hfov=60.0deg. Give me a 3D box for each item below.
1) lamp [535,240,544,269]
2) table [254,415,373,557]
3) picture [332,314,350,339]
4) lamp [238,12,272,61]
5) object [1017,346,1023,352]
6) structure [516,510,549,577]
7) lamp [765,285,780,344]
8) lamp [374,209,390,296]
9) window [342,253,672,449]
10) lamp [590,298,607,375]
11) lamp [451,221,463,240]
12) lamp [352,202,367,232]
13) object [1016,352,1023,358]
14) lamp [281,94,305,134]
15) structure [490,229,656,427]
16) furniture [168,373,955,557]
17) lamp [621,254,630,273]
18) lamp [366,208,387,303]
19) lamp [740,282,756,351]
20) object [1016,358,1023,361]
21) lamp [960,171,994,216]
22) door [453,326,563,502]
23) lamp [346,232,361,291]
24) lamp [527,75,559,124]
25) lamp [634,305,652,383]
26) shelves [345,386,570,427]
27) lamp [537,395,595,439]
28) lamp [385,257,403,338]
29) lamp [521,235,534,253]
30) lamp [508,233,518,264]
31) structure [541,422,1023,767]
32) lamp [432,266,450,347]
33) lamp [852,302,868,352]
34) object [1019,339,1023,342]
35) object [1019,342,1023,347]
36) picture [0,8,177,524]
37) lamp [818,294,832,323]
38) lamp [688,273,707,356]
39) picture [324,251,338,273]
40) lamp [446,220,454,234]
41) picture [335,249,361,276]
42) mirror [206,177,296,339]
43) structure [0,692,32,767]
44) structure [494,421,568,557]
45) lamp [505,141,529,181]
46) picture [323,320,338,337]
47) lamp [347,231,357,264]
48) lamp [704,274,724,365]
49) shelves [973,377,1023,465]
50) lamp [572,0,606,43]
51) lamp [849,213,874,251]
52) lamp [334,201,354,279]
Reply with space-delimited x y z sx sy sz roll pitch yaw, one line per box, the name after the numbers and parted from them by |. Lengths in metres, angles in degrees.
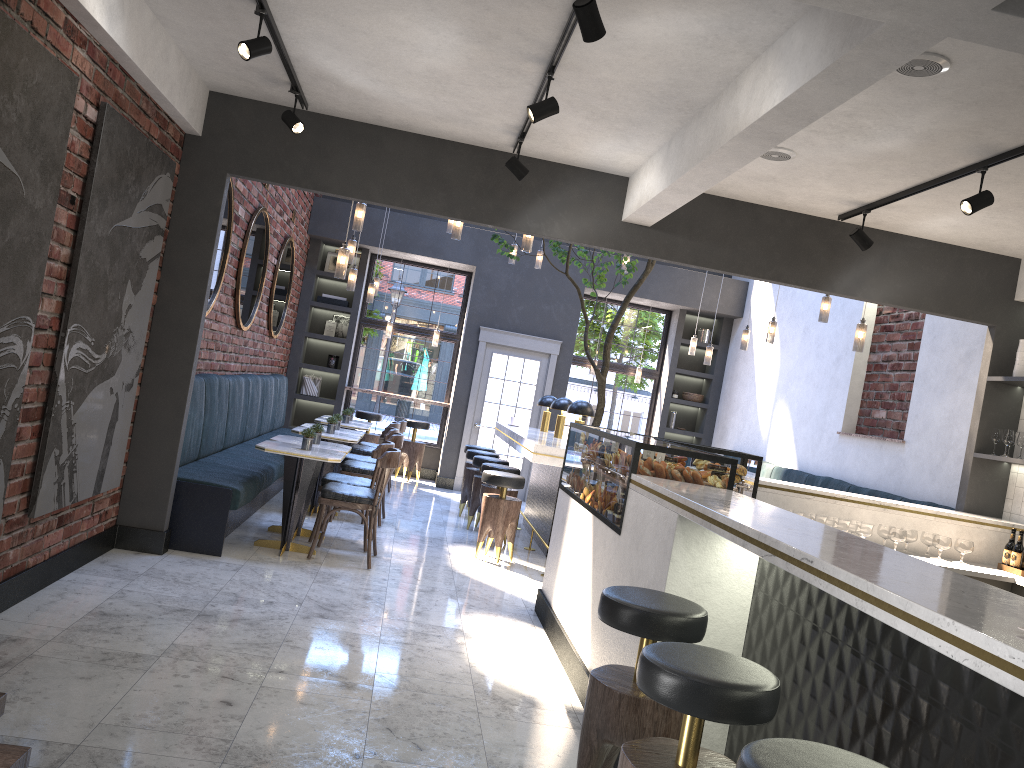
0.673 -3.436 10.851 0.078 4.105 0.078 10 0 -21 | lamp
0.133 1.174 8.804 4.600 0.751 4.829 10 0 -6 | table
-2.398 -0.796 12.389 0.247 0.326 0.044 10 0 -6 | picture
-1.178 -1.596 4.094 0.087 0.238 0.157 10 0 33 | lamp
3.562 -0.214 6.099 0.154 0.076 0.153 10 0 15 | object
0.313 1.482 8.941 0.496 0.210 3.498 10 -1 -6 | structure
2.884 -2.420 8.697 0.078 4.105 0.078 10 0 -44 | lamp
-1.300 -3.084 10.646 0.078 4.105 0.078 10 0 -21 | lamp
0.842 -1.518 6.595 6.406 5.364 12.707 10 0 -6 | window
1.268 -0.833 12.590 0.078 1.429 0.078 10 0 -44 | lamp
-0.110 -3.226 7.373 0.078 4.105 0.078 10 0 24 | lamp
-0.884 -3.250 7.107 0.078 4.105 0.078 10 0 -21 | lamp
3.554 -0.180 6.102 0.153 0.060 0.153 10 0 -24 | object
-1.297 -1.605 5.284 0.157 0.235 0.088 10 0 35 | lamp
0.950 -1.344 7.974 3.741 5.988 2.809 10 0 37 | structure
0.165 0.977 8.848 6.022 1.151 5.340 10 0 -6 | furniture
1.671 -3.325 10.384 0.078 4.105 0.078 10 0 -21 | lamp
-1.262 -2.947 10.076 0.078 4.105 0.078 10 0 -21 | lamp
2.804 -2.380 9.365 0.078 4.105 0.078 10 0 -44 | lamp
3.551 -0.150 6.103 0.154 0.075 0.153 10 -1 -39 | object
2.363 -0.962 4.491 0.157 0.235 0.087 10 0 -12 | lamp
-0.075 0.420 11.942 1.132 2.219 0.152 10 0 -6 | door
-1.263 -2.958 8.888 0.078 4.105 0.078 10 0 1 | lamp
0.156 -1.358 4.246 0.157 0.238 0.087 10 0 -12 | lamp
1.911 -0.718 12.662 0.078 1.429 0.078 10 0 24 | lamp
-0.134 0.434 12.470 4.403 0.043 0.384 10 -1 -6 | shelves
0.517 -1.128 5.333 4.185 3.256 8.830 10 0 -23 | lamp
-1.595 -1.344 12.273 0.078 1.429 0.078 10 0 24 | lamp
0.462 -3.003 6.568 0.078 4.105 0.078 10 0 24 | lamp
0.352 -3.406 10.186 0.078 4.105 0.078 10 0 -21 | lamp
2.159 1.205 3.289 3.206 1.300 5.804 10 0 -6 | structure
-0.952 -1.229 12.344 0.078 1.429 0.078 10 0 -44 | lamp
3.053 -2.274 6.913 0.078 4.105 0.078 10 0 -21 | lamp
3.572 -0.276 6.096 0.152 0.070 0.153 10 -1 40 | object
3.569 -0.244 6.098 0.152 0.067 0.153 10 -1 40 | object
-2.112 -0.353 4.074 0.033 2.027 2.821 10 0 -6 | picture
3.026 -2.552 7.608 0.078 4.105 0.078 10 0 -21 | lamp
2.612 -2.385 11.130 0.078 4.105 0.078 10 0 -21 | lamp
-2.472 -1.672 12.320 0.230 0.313 0.061 10 0 -6 | picture
-0.324 -3.680 9.727 0.078 4.105 0.078 10 0 -21 | lamp
-2.310 -1.669 12.372 0.361 0.369 0.055 10 0 -6 | picture
-2.437 -1.253 8.478 0.036 1.510 4.773 10 0 -6 | mirror
-1.256 -0.391 0.693 1.000 2.845 3.030 10 0 -6 | structure
0.387 1.069 8.941 0.990 1.050 3.489 10 0 -6 | structure
0.040 -1.368 5.435 0.157 0.238 0.087 10 0 -12 | lamp
-2.530 -0.769 12.350 0.161 0.227 0.049 10 0 -6 | picture
-1.160 -3.142 8.249 0.078 4.105 0.078 10 0 1 | lamp
2.660 -2.247 10.470 0.078 4.105 0.078 10 0 -21 | lamp
3.672 0.277 4.537 0.300 0.580 3.599 10 0 -6 | shelves
0.284 -1.345 3.158 0.087 0.238 0.157 10 0 33 | lamp
2.247 -0.972 5.680 0.157 0.235 0.087 10 0 -12 | lamp
-0.892 -2.788 6.427 0.078 4.105 0.078 10 0 -21 | lamp
